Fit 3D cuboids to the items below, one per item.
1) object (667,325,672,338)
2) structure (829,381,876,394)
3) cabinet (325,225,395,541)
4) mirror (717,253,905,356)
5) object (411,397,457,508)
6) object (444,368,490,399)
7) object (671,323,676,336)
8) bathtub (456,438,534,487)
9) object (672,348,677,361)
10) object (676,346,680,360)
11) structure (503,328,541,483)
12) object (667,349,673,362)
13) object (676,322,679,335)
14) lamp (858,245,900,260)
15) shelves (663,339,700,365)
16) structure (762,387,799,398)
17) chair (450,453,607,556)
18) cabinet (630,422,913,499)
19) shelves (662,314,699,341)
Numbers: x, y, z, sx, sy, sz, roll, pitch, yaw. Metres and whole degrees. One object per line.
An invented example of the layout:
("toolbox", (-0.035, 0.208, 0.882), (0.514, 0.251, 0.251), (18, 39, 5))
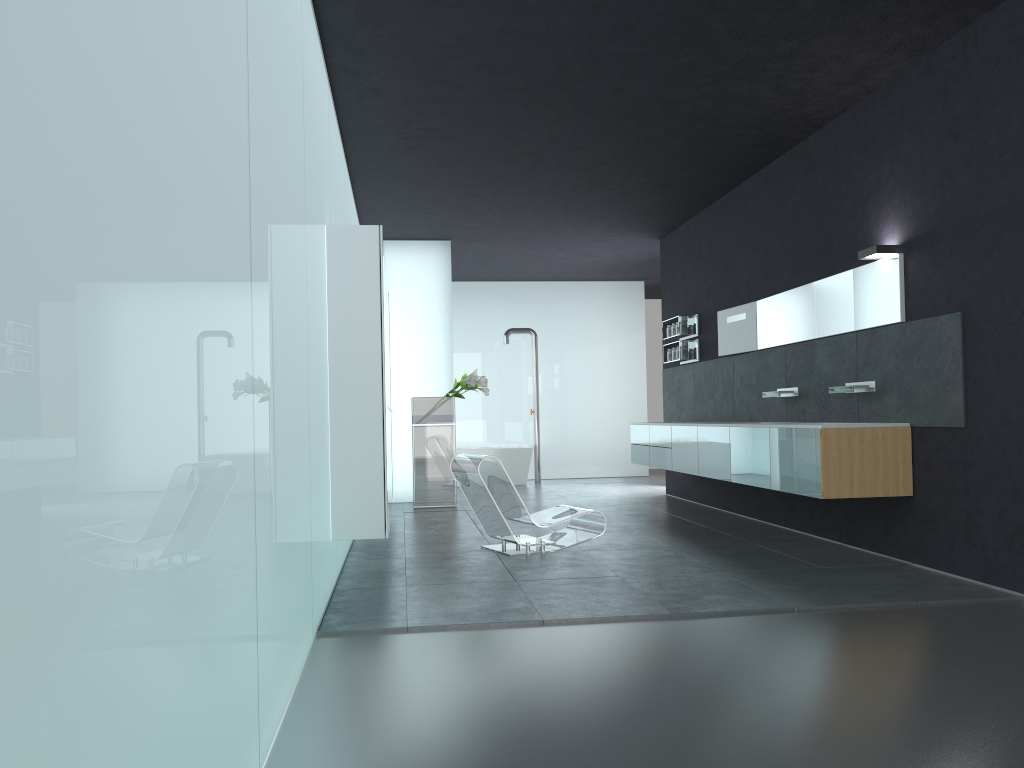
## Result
("object", (2.181, -0.718, 12.213), (0.096, 0.184, 0.068), (-1, -1, -16))
("structure", (2.856, 0.029, 7.483), (0.186, 0.088, 0.482), (-1, -2, -7))
("cabinet", (-1.462, 0.105, 9.213), (0.398, 2.214, 6.007), (-1, -2, -7))
("mirror", (2.773, -0.671, 8.695), (0.109, 0.532, 3.724), (-1, -2, -9))
("object", (-1.082, 0.930, 12.242), (0.585, 1.490, 0.575), (-1, -1, -7))
("object", (-0.805, 0.151, 12.139), (1.024, 0.779, 0.975), (-1, -2, -15))
("object", (2.207, -0.727, 12.001), (0.096, 0.184, 0.068), (-1, -1, 2))
("bathtub", (-0.649, 1.383, 15.956), (1.977, 0.858, 0.961), (-1, -2, -7))
("object", (2.214, -0.399, 11.995), (0.096, 0.184, 0.068), (-1, -1, 2))
("object", (2.238, -0.407, 11.808), (0.096, 0.184, 0.068), (-1, -1, -9))
("structure", (0.184, 0.416, 16.076), (0.643, 2.871, 0.123), (-1, -1, -8))
("object", (2.188, -0.391, 12.208), (0.096, 0.184, 0.068), (-1, -1, -16))
("object", (2.231, -0.734, 11.814), (0.096, 0.184, 0.068), (-1, -1, -9))
("lamp", (2.906, -1.043, 7.031), (0.198, 0.066, 0.277), (-1, -2, -7))
("shelves", (2.271, -0.426, 11.936), (0.265, 0.285, 0.770), (-1, -2, -7))
("structure", (2.680, 0.086, 8.890), (0.186, 0.088, 0.482), (-1, -2, -7))
("chair", (0.151, 1.055, 8.042), (1.261, 0.870, 0.629), (0, -2, -26))
("cabinet", (2.347, 0.694, 9.500), (0.734, 0.556, 5.586), (-1, -2, -7))
("shelves", (2.264, -0.753, 11.942), (0.265, 0.285, 0.770), (-1, -2, -7))
